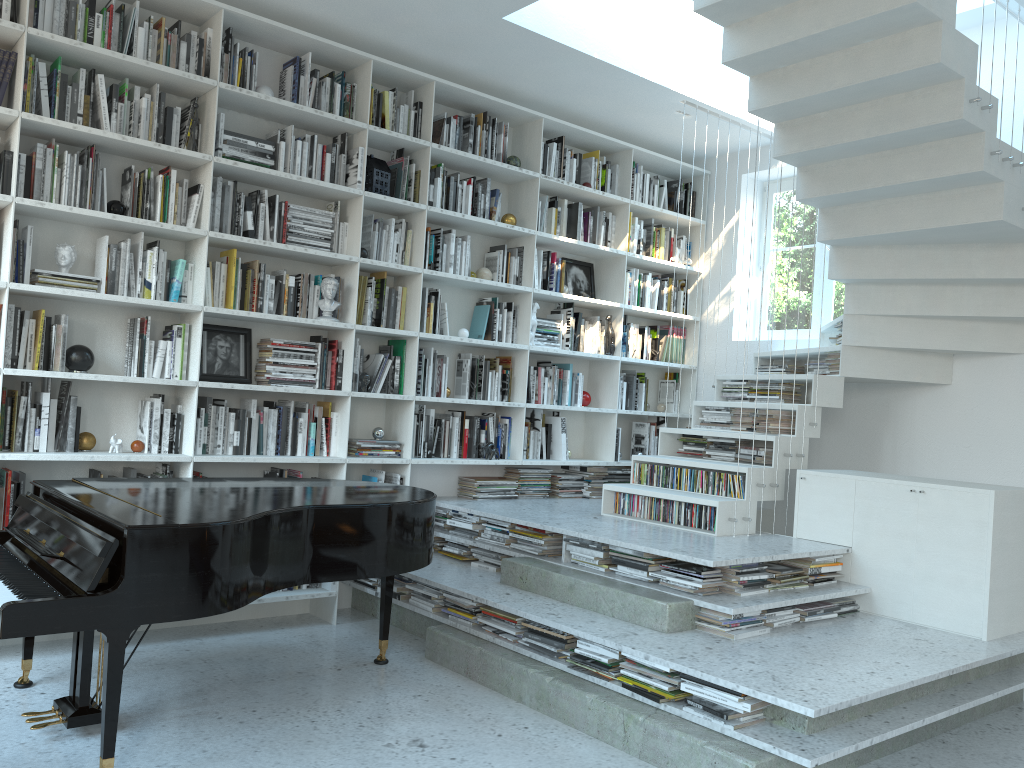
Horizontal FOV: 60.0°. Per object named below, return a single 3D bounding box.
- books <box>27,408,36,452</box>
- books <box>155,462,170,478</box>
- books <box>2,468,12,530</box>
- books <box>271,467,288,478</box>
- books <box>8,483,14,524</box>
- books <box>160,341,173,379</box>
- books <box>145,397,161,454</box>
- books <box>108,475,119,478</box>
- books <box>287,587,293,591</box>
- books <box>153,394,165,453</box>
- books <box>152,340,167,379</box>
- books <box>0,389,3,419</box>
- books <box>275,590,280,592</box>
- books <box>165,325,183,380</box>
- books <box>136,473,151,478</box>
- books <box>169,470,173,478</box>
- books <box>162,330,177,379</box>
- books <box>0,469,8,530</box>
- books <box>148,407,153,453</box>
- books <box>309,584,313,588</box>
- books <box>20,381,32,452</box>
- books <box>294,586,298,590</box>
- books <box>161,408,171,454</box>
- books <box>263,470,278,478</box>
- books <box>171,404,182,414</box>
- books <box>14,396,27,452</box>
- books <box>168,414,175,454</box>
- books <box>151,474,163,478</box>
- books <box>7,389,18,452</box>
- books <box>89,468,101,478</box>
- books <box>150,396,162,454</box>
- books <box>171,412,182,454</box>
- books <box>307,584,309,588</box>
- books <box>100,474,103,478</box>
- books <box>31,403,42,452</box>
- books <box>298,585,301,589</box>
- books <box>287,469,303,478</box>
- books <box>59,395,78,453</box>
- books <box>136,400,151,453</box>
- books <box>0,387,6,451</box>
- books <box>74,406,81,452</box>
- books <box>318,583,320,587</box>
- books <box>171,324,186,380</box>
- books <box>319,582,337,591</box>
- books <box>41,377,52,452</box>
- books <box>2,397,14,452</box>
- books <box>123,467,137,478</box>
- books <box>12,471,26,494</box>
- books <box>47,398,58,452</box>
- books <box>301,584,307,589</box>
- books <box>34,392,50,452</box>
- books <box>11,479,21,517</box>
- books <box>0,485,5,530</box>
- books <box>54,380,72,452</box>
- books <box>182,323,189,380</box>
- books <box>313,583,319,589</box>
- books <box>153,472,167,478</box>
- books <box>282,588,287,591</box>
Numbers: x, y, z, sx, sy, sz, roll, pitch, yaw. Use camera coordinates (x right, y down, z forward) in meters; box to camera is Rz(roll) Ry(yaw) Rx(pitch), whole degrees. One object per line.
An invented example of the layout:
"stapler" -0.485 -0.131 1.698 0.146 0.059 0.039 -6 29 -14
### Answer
"books" -2.204 0.205 4.038 0.024 0.196 0.156 4 -1 -39
"books" -1.749 0.555 4.418 0.013 0.320 0.173 4 -1 -39
"books" -2.285 0.527 3.993 0.013 0.288 0.161 4 -1 -39
"books" -1.256 0.603 4.742 0.013 0.303 0.181 4 -1 -39
"books" -2.273 0.557 3.994 0.010 0.228 0.168 4 -1 -39
"books" -1.734 -0.118 4.413 0.024 0.188 0.172 4 -1 -39
"books" -1.782 0.204 4.379 0.027 0.269 0.158 4 -1 -39
"books" -1.920 0.575 4.278 0.022 0.251 0.187 4 -1 -39
"books" -1.233 0.951 4.839 0.013 0.317 0.186 4 -1 -39
"books" -1.764 0.195 4.406 0.014 0.291 0.131 4 -1 -39
"books" -1.763 -0.121 4.384 0.057 0.188 0.156 4 -1 -39
"books" -2.307 0.157 3.963 0.013 0.275 0.147 4 -1 -39
"books" -1.298 0.999 4.793 0.029 0.210 0.170 4 -1 -39
"books" -1.700 -0.157 4.434 0.027 0.269 0.178 4 -1 -39
"books" -1.814 0.576 4.345 0.011 0.266 0.191 4 -1 -39
"books" -1.743 0.571 4.436 0.022 0.290 0.160 4 -1 -39
"books" -1.712 -0.145 4.416 0.012 0.244 0.171 4 -1 -39
"books" -2.292 0.529 3.984 0.010 0.282 0.149 4 -1 -39
"books" -1.811 0.224 4.379 0.015 0.225 0.148 4 -1 -39
"books" -1.145 0.989 4.927 0.013 0.256 0.176 4 -1 -39
"books" -2.212 0.145 4.022 0.014 0.313 0.166 4 -1 -39
"books" -1.209 0.983 4.870 0.011 0.258 0.171 4 -1 -39
"books" -1.744 0.231 4.412 0.029 0.221 0.153 4 -1 -39
"books" -1.294 0.610 4.728 0.012 0.285 0.159 4 -1 -39
"books" -1.704 0.225 4.487 0.019 0.242 0.107 4 -1 -39
"books" -2.237 0.176 4.005 0.042 0.248 0.162 4 -1 -39
"books" -1.735 0.246 4.446 0.031 0.194 0.142 4 -1 -39
"books" -1.774 0.583 4.406 0.012 0.260 0.147 4 -1 -39
"books" -2.251 0.162 3.982 0.012 0.272 0.181 4 -1 -39
"books" -1.999 0.552 4.230 0.012 0.285 0.159 4 -1 -39
"books" -1.776 0.201 4.401 0.010 0.277 0.155 4 -1 -39
"books" -1.705 0.245 4.453 0.024 0.201 0.158 4 -1 -39
"books" -1.167 1.002 4.921 0.028 0.227 0.162 4 -1 -39
"books" -1.987 0.560 4.234 0.012 0.270 0.142 4 -1 -39
"books" -2.183 0.197 4.049 0.021 0.215 0.172 4 -1 -39
"books" -1.204 1.017 4.889 0.024 0.191 0.155 4 -1 -39
"books" -1.187 0.614 4.804 0.015 0.293 0.169 4 -1 -39
"books" -2.070 0.184 4.136 0.027 0.261 0.163 4 -1 -39
"books" -1.815 0.209 4.365 0.012 0.254 0.161 4 -1 -39
"books" -2.291 0.154 3.964 0.013 0.283 0.146 4 -1 -39
"books" -2.062 0.209 4.163 0.023 0.212 0.160 4 -1 -39
"books" -1.116 1.029 4.961 0.023 0.182 0.148 4 -1 -39
"books" -1.679 -0.160 4.439 0.011 0.279 0.187 4 -1 -39
"books" -1.046 0.989 4.928 0.038 0.269 0.277 4 -1 -39
"books" -2.160 0.138 4.095 0.013 0.339 0.138 4 -1 -39
"books" -2.274 0.177 3.975 0.030 0.239 0.157 4 -1 -39
"books" -1.880 0.558 4.340 0.025 0.294 0.134 4 -1 -39
"books" -2.249 0.537 4.033 0.026 0.273 0.146 4 -1 -39
"books" -2.142 0.188 4.101 0.029 0.241 0.135 4 -1 -39
"books" -1.180 1.012 4.896 0.022 0.205 0.191 4 -1 -39
"books" -2.161 0.172 4.062 0.027 0.269 0.185 4 -1 -39
"books" -2.253 0.554 3.997 0.023 0.237 0.172 4 -1 -39
"books" -2.309 0.562 3.974 0.026 0.213 0.139 4 -1 -39
"books" -2.099 0.148 4.114 0.050 0.328 0.166 4 -1 -39
"books" -1.669 -0.160 4.451 0.021 0.281 0.162 4 -1 -39
"books" -1.127 1.010 4.935 0.029 0.217 0.191 4 -1 -39
"books" -1.755 0.581 4.403 0.013 0.268 0.183 4 -1 -39
"books" -1.255 0.982 4.817 0.044 0.251 0.187 4 -1 -39
